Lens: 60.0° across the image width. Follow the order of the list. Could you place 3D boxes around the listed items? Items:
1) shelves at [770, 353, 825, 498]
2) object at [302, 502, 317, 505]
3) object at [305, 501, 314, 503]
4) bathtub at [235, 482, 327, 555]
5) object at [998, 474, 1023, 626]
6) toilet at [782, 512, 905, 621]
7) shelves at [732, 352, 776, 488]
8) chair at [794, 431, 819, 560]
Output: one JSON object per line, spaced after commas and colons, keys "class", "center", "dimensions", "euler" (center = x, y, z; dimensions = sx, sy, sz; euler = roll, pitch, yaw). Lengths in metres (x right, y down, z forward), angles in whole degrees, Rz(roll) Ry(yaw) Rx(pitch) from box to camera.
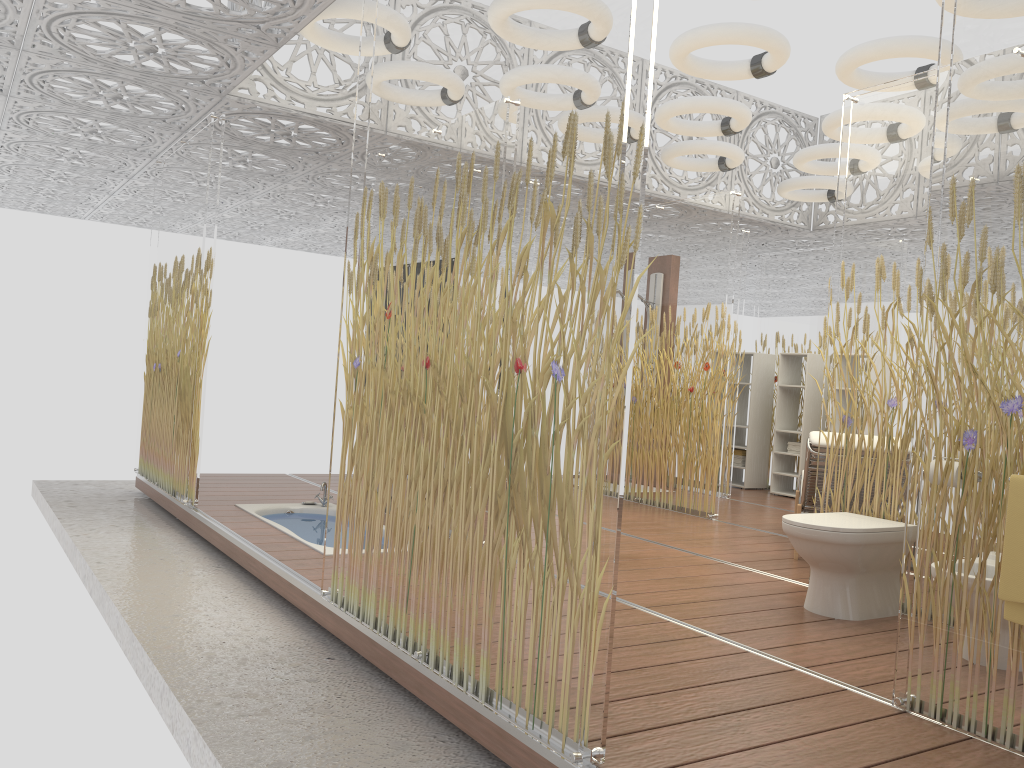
{"class": "shelves", "center": [2.970, 0.420, 9.147], "dimensions": [0.344, 1.460, 0.366], "euler": [4, 0, -33]}
{"class": "object", "center": [-1.432, 0.845, 6.270], "dimensions": [0.108, 0.011, 0.065], "euler": [4, 0, -24]}
{"class": "object", "center": [-1.431, 0.838, 6.270], "dimensions": [0.066, 0.016, 0.035], "euler": [4, 0, -24]}
{"class": "bathtub", "center": [-1.144, 0.988, 5.518], "dimensions": [0.700, 0.582, 1.700], "euler": [4, 0, -33]}
{"class": "object", "center": [1.480, 0.468, 2.383], "dimensions": [0.042, 0.427, 0.295], "euler": [4, 0, -42]}
{"class": "toilet", "center": [1.532, 0.857, 4.164], "dimensions": [0.611, 0.437, 0.401], "euler": [4, 0, -33]}
{"class": "shelves", "center": [2.589, 0.392, 9.738], "dimensions": [0.344, 1.460, 0.366], "euler": [4, 0, -33]}
{"class": "chair", "center": [2.214, 0.712, 5.841], "dimensions": [0.635, 0.811, 1.787], "euler": [4, 0, 17]}
